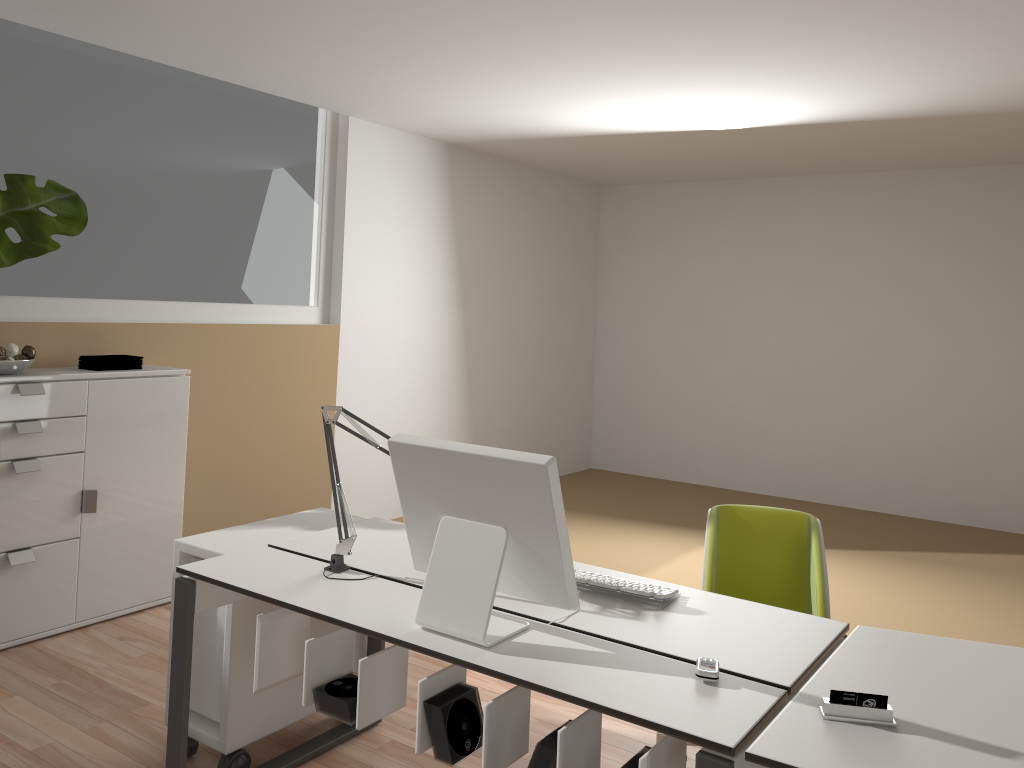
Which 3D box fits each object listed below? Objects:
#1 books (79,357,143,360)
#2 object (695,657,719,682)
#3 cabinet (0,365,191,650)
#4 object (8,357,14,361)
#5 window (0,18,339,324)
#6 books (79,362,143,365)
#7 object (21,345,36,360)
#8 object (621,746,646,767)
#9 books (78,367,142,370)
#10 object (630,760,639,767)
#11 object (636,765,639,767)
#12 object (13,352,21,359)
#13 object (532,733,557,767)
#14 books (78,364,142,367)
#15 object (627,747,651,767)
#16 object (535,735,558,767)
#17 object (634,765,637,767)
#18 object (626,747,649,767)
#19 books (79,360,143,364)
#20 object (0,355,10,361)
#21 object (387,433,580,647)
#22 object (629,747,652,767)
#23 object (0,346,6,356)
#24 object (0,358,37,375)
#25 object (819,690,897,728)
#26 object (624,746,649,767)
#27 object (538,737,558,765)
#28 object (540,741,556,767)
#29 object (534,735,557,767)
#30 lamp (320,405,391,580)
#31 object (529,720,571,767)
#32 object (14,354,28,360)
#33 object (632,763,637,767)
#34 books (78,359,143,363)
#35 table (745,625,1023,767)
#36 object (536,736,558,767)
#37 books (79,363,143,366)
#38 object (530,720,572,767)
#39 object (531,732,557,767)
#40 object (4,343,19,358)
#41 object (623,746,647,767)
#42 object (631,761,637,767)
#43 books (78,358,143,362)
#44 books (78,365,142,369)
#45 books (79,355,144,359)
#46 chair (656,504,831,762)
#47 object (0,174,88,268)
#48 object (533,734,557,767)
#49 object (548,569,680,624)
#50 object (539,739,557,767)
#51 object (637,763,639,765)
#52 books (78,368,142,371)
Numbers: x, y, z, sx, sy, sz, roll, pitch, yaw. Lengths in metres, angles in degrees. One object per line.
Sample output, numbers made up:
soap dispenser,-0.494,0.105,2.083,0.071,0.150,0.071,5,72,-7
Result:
books,-1.857,-0.121,4.083,0.157,0.007,0.222,5,6,34
object,0.407,0.593,1.831,0.047,0.021,0.084,3,5,14
cabinet,-2.124,0.499,3.655,0.417,1.086,1.521,1,2,35
object,-2.076,-0.079,3.630,0.052,0.066,0.054,2,1,25
window,-2.165,-1.187,4.142,0.045,1.800,3.631,1,2,35
books,-1.859,-0.099,4.081,0.157,0.006,0.222,5,6,34
object,-2.045,-0.130,3.722,0.053,0.068,0.052,3,1,43
object,0.214,0.784,1.721,0.040,0.114,0.133,1,1,35
books,-1.861,-0.077,4.080,0.157,0.006,0.222,5,6,34
object,0.226,0.785,1.713,0.040,0.114,0.133,1,1,35
object,0.233,0.786,1.708,0.039,0.114,0.133,1,1,35
object,-2.093,-0.101,3.725,0.056,0.066,0.052,2,1,19
object,0.076,0.771,1.817,0.040,0.114,0.133,1,1,35
books,-1.861,-0.088,4.079,0.157,0.007,0.222,5,6,33
object,0.222,0.785,1.716,0.040,0.114,0.133,1,1,35
object,0.081,0.771,1.813,0.039,0.114,0.133,1,1,35
object,0.231,0.786,1.710,0.039,0.114,0.133,1,1,35
object,0.220,0.785,1.717,0.040,0.114,0.133,1,1,35
books,-1.859,-0.105,4.080,0.157,0.006,0.222,6,6,36
object,-2.069,-0.083,3.574,0.056,0.065,0.052,1,1,-43
object,-0.080,0.353,2.068,0.467,0.433,0.196,3,0,34
object,0.224,0.785,1.715,0.040,0.114,0.133,1,1,35
object,-2.103,-0.125,3.604,0.055,0.064,0.053,2,1,19
object,-2.140,-0.075,3.636,0.314,0.064,0.315,2,5,0
object,0.654,0.604,1.668,0.130,0.056,0.049,3,1,10
object,0.218,0.785,1.719,0.040,0.114,0.133,1,1,35
object,0.085,0.772,1.810,0.039,0.114,0.133,1,1,35
object,0.089,0.772,1.808,0.040,0.114,0.133,1,1,35
object,0.080,0.771,1.814,0.040,0.114,0.133,1,1,35
lamp,-0.282,0.339,2.441,0.539,0.531,0.139,2,-2,0
object,0.070,0.770,1.821,0.040,0.114,0.133,1,1,35
object,-2.053,-0.092,3.677,0.056,0.064,0.054,2,1,12
object,0.228,0.786,1.712,0.040,0.114,0.133,1,1,35
books,-1.861,-0.111,4.083,0.157,0.008,0.222,5,6,34
table,0.977,0.987,1.686,0.812,0.689,0.925,3,3,32
object,0.083,0.771,1.812,0.039,0.114,0.133,1,1,35
books,-1.859,-0.094,4.081,0.157,0.006,0.222,5,6,34
object,0.072,0.771,1.819,0.040,0.114,0.133,1,1,35
object,0.074,0.771,1.818,0.040,0.114,0.133,1,1,35
object,-2.086,-0.137,3.663,0.056,0.067,0.051,2,1,-32
object,0.216,0.784,1.720,0.040,0.114,0.133,1,1,35
object,0.225,0.785,1.714,0.039,0.114,0.133,1,1,35
books,-1.861,-0.116,4.083,0.157,0.008,0.222,5,6,34
books,-1.860,-0.082,4.080,0.157,0.006,0.222,5,6,34
books,-1.857,-0.126,4.084,0.157,0.006,0.222,5,6,34
chair,0.766,0.839,2.698,0.622,0.812,0.597,2,0,10
object,-2.190,-0.464,3.581,0.265,0.847,0.856,1,1,32
object,0.078,0.771,1.815,0.040,0.114,0.133,1,1,35
object,0.157,0.565,2.298,0.457,0.080,0.387,5,5,29
object,0.087,0.772,1.809,0.040,0.114,0.133,1,1,35
object,0.229,0.786,1.711,0.040,0.114,0.133,1,1,35
books,-1.860,-0.071,4.078,0.157,0.007,0.222,5,6,34
